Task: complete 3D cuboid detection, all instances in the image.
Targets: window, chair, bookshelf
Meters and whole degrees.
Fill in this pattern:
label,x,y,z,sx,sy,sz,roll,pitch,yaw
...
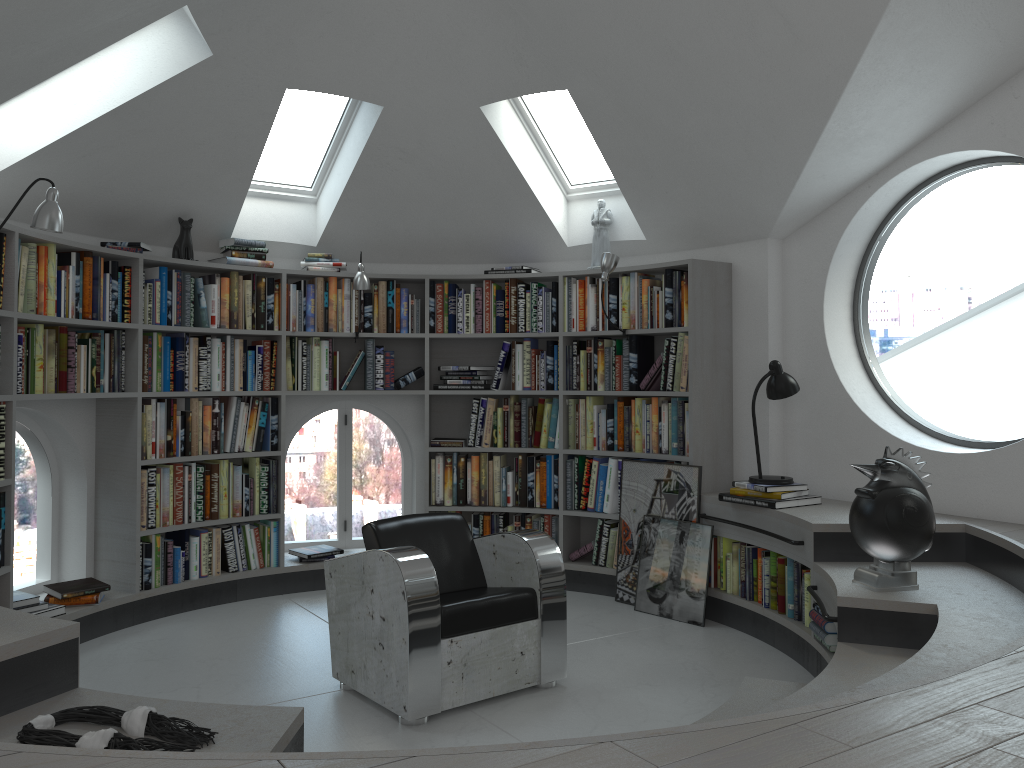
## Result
label,x,y,z,sx,sy,sz,roll,pitch,yaw
window,-1.059,-1.560,5.057,4.054,0.714,1.931,0,0,-33
chair,-0.304,0.978,3.960,0.823,0.720,0.741,0,-1,-38
window,2.398,-0.408,4.501,0.104,1.471,1.470,1,-1,-33
window,-1.955,0.634,5.430,0.617,1.152,3.230,-1,-1,43
bookshelf,-1.058,0.213,5.008,4.332,1.882,2.108,0,0,-33

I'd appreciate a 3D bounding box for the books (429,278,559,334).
label,x,y,z,sx,sy,sz,roll,pitch,yaw
books,-0.120,-0.519,6.010,0.969,0.368,0.305,0,-1,10

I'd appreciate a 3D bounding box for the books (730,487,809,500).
label,x,y,z,sx,sy,sz,roll,pitch,yaw
books,1.377,0.577,4.743,0.286,0.034,0.304,0,0,-43

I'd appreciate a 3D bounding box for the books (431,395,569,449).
label,x,y,z,sx,sy,sz,roll,pitch,yaw
books,-0.056,0.251,5.965,0.973,0.352,0.251,0,-1,9

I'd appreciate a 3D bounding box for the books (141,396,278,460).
label,x,y,z,sx,sy,sz,roll,pitch,yaw
books,-1.877,0.254,5.385,0.297,0.352,0.997,-1,0,40

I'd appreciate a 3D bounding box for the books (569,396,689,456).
label,x,y,z,sx,sy,sz,roll,pitch,yaw
books,0.793,0.255,5.567,1.020,0.348,0.275,0,-1,42

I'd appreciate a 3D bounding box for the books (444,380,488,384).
label,x,y,z,sx,sy,sz,roll,pitch,yaw
books,-0.312,-0.012,6.079,0.286,0.031,0.269,0,0,2

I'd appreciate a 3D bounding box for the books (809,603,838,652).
label,x,y,z,sx,sy,sz,roll,pitch,yaw
books,1.426,1.075,3.700,0.240,0.168,0.664,0,0,8

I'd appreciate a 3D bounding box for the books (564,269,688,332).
label,x,y,z,sx,sy,sz,roll,pitch,yaw
books,0.777,-0.514,5.594,1.014,0.362,0.292,0,-1,39

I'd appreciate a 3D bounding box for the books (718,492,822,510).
label,x,y,z,sx,sy,sz,roll,pitch,yaw
books,1.377,0.614,4.742,0.365,0.042,0.388,0,0,-33

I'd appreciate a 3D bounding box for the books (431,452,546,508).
label,x,y,z,sx,sy,sz,roll,pitch,yaw
books,-0.139,0.634,5.980,0.872,0.351,0.272,0,-1,8

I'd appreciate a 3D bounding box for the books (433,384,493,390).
label,x,y,z,sx,sy,sz,roll,pitch,yaw
books,-0.312,0.021,6.078,0.388,0.042,0.365,0,0,7

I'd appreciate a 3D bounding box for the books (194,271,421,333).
label,x,y,z,sx,sy,sz,roll,pitch,yaw
books,-1.327,-0.517,5.786,1.565,0.367,0.393,0,-1,-28

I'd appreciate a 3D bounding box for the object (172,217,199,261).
label,x,y,z,sx,sy,sz,roll,pitch,yaw
object,-1.956,-0.857,5.318,0.147,0.265,0.202,1,-1,-36

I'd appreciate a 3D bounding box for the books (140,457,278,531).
label,x,y,z,sx,sy,sz,roll,pitch,yaw
books,-1.869,0.641,5.386,0.292,0.358,1.031,-1,0,42

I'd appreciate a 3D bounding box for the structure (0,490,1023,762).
label,x,y,z,sx,sy,sz,roll,pitch,yaw
structure,-0.305,0.985,3.834,4.709,0.694,4.707,0,0,12

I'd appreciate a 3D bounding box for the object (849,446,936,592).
label,x,y,z,sx,sy,sz,roll,pitch,yaw
object,1.530,0.532,3.573,0.320,0.563,0.320,-1,-1,30

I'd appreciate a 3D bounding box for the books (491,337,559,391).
label,x,y,z,sx,sy,sz,roll,pitch,yaw
books,0.142,-0.130,5.969,0.553,0.351,0.255,0,-1,13

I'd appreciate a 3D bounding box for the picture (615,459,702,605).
label,x,y,z,sx,sy,sz,roll,pitch,yaw
picture,0.858,0.895,5.235,0.090,0.864,0.578,1,-2,-43

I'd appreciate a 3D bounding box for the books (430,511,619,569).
label,x,y,z,sx,sy,sz,roll,pitch,yaw
books,0.128,0.999,5.865,1.497,0.311,0.359,0,0,19

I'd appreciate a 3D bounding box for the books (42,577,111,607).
label,x,y,z,sx,sy,sz,roll,pitch,yaw
books,-2.306,1.108,4.695,0.318,0.100,0.291,0,0,-32

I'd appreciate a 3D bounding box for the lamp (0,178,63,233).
label,x,y,z,sx,sy,sz,roll,pitch,yaw
lamp,-1.899,-0.628,3.298,0.414,0.312,0.116,0,-1,-36

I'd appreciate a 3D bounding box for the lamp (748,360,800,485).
label,x,y,z,sx,sy,sz,roll,pitch,yaw
lamp,1.410,0.201,4.767,0.322,0.661,0.233,0,-1,-18

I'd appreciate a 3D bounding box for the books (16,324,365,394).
label,x,y,z,sx,sy,sz,roll,pitch,yaw
books,-1.904,-0.119,5.149,0.590,0.371,2.528,0,0,38

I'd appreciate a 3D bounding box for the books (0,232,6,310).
label,x,y,z,sx,sy,sz,roll,pitch,yaw
books,-2.315,-0.506,3.563,0.300,0.361,1.032,0,0,-17

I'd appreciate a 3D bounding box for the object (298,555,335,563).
label,x,y,z,sx,sy,sz,roll,pitch,yaw
object,-1.292,1.136,5.844,0.226,0.036,0.213,0,0,-16

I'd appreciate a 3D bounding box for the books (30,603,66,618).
label,x,y,z,sx,sy,sz,roll,pitch,yaw
books,-2.492,1.136,4.366,0.388,0.042,0.365,0,0,23

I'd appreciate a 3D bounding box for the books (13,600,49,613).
label,x,y,z,sx,sy,sz,roll,pitch,yaw
books,-2.492,1.102,4.367,0.285,0.031,0.269,0,0,33

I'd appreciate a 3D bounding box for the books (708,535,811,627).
label,x,y,z,sx,sy,sz,roll,pitch,yaw
books,1.367,1.005,4.648,0.272,0.298,1.146,0,0,-19

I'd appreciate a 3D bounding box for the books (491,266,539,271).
label,x,y,z,sx,sy,sz,roll,pitch,yaw
books,0.023,-0.774,6.050,0.247,0.027,0.233,0,0,29

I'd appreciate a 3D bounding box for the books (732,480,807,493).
label,x,y,z,sx,sy,sz,roll,pitch,yaw
books,1.377,0.545,4.744,0.269,0.031,0.285,0,0,-23

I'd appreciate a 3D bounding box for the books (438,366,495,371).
label,x,y,z,sx,sy,sz,roll,pitch,yaw
books,-0.312,-0.106,6.082,0.285,0.031,0.269,0,0,37

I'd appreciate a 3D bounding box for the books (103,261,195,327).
label,x,y,z,sx,sy,sz,roll,pitch,yaw
books,-2.152,-0.503,5.098,0.265,0.346,0.682,-1,0,34

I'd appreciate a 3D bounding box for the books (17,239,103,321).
label,x,y,z,sx,sy,sz,roll,pitch,yaw
books,-2.382,-0.512,4.457,0.269,0.373,0.792,0,0,10

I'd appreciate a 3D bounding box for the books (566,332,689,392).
label,x,y,z,sx,sy,sz,roll,pitch,yaw
books,0.784,-0.130,5.576,1.052,0.358,0.279,0,-1,42

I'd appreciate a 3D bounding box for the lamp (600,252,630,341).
label,x,y,z,sx,sy,sz,roll,pitch,yaw
lamp,0.649,-0.531,5.415,0.275,0.526,0.112,1,-2,-42

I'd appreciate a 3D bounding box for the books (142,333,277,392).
label,x,y,z,sx,sy,sz,roll,pitch,yaw
books,-1.908,-0.126,5.424,0.300,0.359,1.028,-1,0,43

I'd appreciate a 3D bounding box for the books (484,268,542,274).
label,x,y,z,sx,sy,sz,roll,pitch,yaw
books,0.023,-0.746,6.049,0.336,0.036,0.316,0,0,19

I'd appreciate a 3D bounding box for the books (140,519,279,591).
label,x,y,z,sx,sy,sz,roll,pitch,yaw
books,-1.878,1.005,5.361,0.287,0.306,1.018,-1,0,42

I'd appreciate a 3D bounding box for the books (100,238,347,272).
label,x,y,z,sx,sy,sz,roll,pitch,yaw
books,-1.997,-0.813,4.865,0.747,0.173,2.813,0,0,27

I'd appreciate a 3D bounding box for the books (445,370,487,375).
label,x,y,z,sx,sy,sz,roll,pitch,yaw
books,-0.312,-0.074,6.081,0.226,0.036,0.213,0,0,17

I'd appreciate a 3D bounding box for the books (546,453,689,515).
label,x,y,z,sx,sy,sz,roll,pitch,yaw
books,0.731,0.637,5.590,1.183,0.359,0.303,0,-1,38

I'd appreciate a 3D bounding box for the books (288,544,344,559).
label,x,y,z,sx,sy,sz,roll,pitch,yaw
books,-1.292,1.106,5.845,0.268,0.029,0.253,0,0,-43

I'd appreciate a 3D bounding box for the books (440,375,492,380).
label,x,y,z,sx,sy,sz,roll,pitch,yaw
books,-0.312,-0.043,6.080,0.286,0.031,0.269,0,0,17

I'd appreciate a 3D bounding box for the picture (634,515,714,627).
label,x,y,z,sx,sy,sz,roll,pitch,yaw
picture,0.918,1.056,5.057,0.107,0.556,0.489,1,-1,-43

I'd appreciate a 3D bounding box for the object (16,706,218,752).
label,x,y,z,sx,sy,sz,roll,pitch,yaw
object,-0.907,0.802,2.024,0.473,0.082,0.218,0,0,20

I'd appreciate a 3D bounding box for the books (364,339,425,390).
label,x,y,z,sx,sy,sz,roll,pitch,yaw
books,-0.790,-0.126,5.996,0.399,0.341,0.224,0,-1,-13

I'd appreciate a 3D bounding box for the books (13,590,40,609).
label,x,y,z,sx,sy,sz,roll,pitch,yaw
books,-2.492,1.070,4.368,0.226,0.036,0.213,0,0,33

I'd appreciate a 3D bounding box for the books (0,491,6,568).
label,x,y,z,sx,sy,sz,roll,pitch,yaw
books,-2.198,0.814,3.281,0.390,0.696,1.640,0,0,-23

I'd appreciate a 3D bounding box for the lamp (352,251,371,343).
label,x,y,z,sx,sy,sz,roll,pitch,yaw
lamp,-0.999,-0.552,5.682,0.113,0.567,0.357,1,-1,-26

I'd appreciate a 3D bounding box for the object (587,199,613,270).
label,x,y,z,sx,sy,sz,roll,pitch,yaw
object,0.577,-0.964,5.743,0.179,0.473,0.179,1,-1,-24

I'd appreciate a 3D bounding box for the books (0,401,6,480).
label,x,y,z,sx,sy,sz,roll,pitch,yaw
books,-2.285,0.259,3.544,0.260,0.359,1.019,0,0,-16
